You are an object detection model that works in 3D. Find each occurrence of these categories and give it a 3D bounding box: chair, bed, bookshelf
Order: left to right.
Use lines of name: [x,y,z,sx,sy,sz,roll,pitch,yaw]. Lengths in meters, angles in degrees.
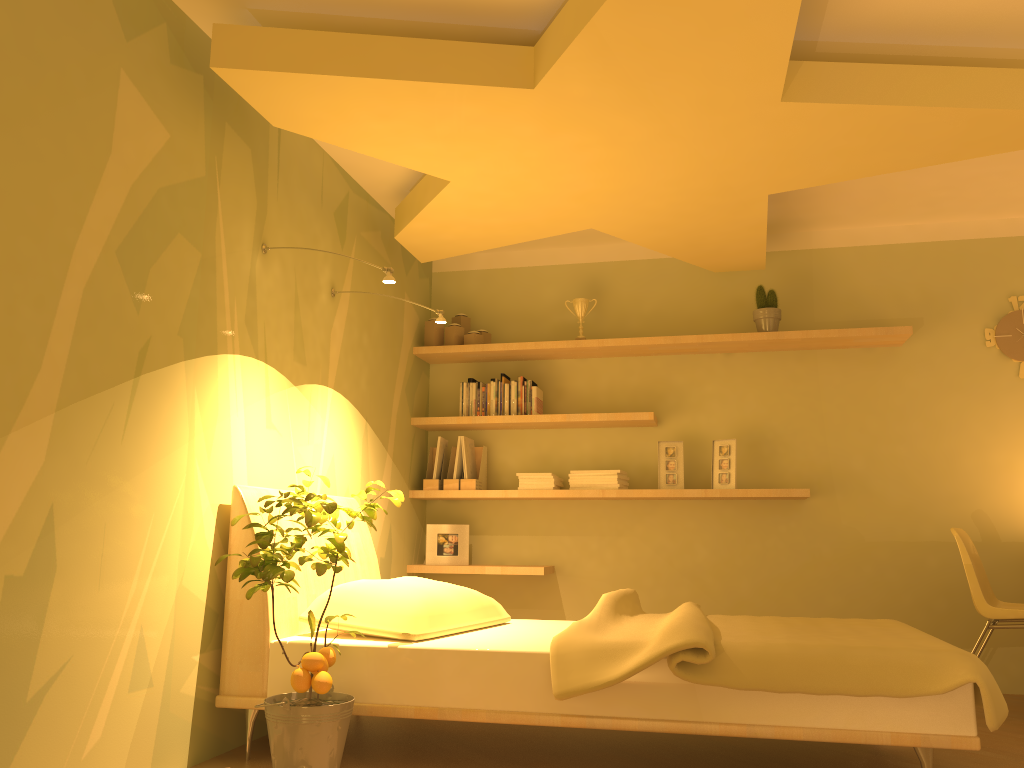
bed: [0.307,0.828,3.146,2.378,0.894,1.286,-2,-10,13]
bookshelf: [0.742,0.388,4.721,2.605,1.240,0.300,-2,-10,13]
chair: [2.163,1.023,3.858,0.546,0.785,0.531,-6,-12,33]

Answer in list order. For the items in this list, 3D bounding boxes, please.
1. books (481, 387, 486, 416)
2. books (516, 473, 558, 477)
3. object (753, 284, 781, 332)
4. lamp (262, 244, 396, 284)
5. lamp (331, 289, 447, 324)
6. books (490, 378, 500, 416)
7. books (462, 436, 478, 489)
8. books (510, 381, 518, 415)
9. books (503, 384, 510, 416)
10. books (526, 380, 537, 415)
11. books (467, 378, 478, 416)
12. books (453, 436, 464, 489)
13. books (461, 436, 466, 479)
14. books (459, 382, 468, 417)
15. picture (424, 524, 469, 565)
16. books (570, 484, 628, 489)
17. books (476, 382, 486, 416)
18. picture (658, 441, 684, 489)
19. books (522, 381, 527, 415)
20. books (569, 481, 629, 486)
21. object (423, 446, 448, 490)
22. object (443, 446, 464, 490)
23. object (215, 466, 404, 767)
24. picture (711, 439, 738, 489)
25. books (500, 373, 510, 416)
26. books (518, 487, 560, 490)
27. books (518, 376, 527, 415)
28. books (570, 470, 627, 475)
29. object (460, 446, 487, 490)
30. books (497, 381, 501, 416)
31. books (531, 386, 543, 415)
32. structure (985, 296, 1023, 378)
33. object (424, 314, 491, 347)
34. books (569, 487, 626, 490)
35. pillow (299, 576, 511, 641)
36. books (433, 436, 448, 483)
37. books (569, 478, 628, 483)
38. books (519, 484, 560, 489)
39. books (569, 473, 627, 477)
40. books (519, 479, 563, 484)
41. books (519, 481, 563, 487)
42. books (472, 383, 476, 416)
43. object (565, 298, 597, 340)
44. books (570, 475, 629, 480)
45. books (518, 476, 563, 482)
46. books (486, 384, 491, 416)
books: [-0.144,0.115,4.976,0.021,0.172,0.157,-2,-10,13]
books: [0.141,0.502,4.837,0.190,0.015,0.270,-1,-10,11]
object: [1.347,-0.393,4.687,0.145,0.294,0.145,1,-10,-6]
lamp: [-0.680,-0.450,3.285,0.533,0.178,0.050,-2,-10,13]
lamp: [-0.539,-0.345,3.878,0.533,0.178,0.050,-2,-10,13]
books: [-0.085,0.090,4.962,0.038,0.217,0.166,-2,-10,13]
books: [-0.230,0.448,4.936,0.043,0.296,0.210,-2,-10,13]
books: [0.023,0.094,4.940,0.040,0.203,0.157,-2,-10,13]
books: [-0.014,0.103,4.939,0.032,0.184,0.173,-2,-10,13]
books: [0.110,0.092,4.920,0.032,0.203,0.157,-2,-10,13]
books: [-0.220,0.091,5.008,0.032,0.229,0.138,-2,-10,13]
books: [-0.282,0.450,4.946,0.048,0.297,0.214,-2,-10,13]
books: [-0.239,0.448,4.934,0.036,0.296,0.210,-2,-10,13]
books: [-0.257,0.103,5.005,0.040,0.203,0.157,-2,-10,13]
picture: [-0.356,0.884,4.879,0.247,0.219,0.131,2,-10,-9]
books: [0.468,0.552,4.757,0.270,0.015,0.190,-3,-11,21]
books: [-0.169,0.100,4.985,0.032,0.203,0.157,-2,-10,13]
picture: [0.852,0.442,4.741,0.134,0.264,0.171,-2,-10,12]
books: [0.084,0.095,4.926,0.022,0.198,0.157,-2,-10,13]
books: [0.468,0.536,4.750,0.270,0.015,0.190,-4,-11,25]
object: [-0.427,0.474,4.977,0.087,0.259,0.236,-1,-10,8]
object: [-0.304,0.471,4.950,0.087,0.259,0.236,-2,-10,13]
object: [-0.581,0.688,2.543,0.372,0.944,0.828,-1,-10,6]
picture: [1.137,0.426,4.632,0.134,0.264,0.171,-8,-13,39]
books: [-0.038,0.074,4.958,0.021,0.247,0.157,-2,-10,13]
books: [0.153,0.577,4.830,0.190,0.015,0.270,-2,-10,12]
books: [0.060,0.082,4.943,0.032,0.229,0.138,-2,-10,13]
books: [0.468,0.478,4.769,0.270,0.015,0.190,-3,-10,19]
object: [-0.211,0.468,4.928,0.087,0.259,0.236,-2,-10,13]
books: [-0.057,0.097,4.960,0.017,0.203,0.155,-2,-10,13]
books: [0.138,0.108,4.900,0.032,0.163,0.178,-2,-10,13]
structure: [2.618,-0.244,4.531,0.360,0.432,0.027,-2,-10,13]
object: [-0.308,-0.303,5.083,0.349,0.229,0.234,-2,-10,14]
books: [0.468,0.567,4.754,0.270,0.015,0.190,-4,-11,23]
pillow: [-0.369,0.836,3.315,0.482,0.213,0.801,-4,-11,23]
books: [-0.405,0.454,4.976,0.048,0.297,0.214,-1,-10,8]
books: [0.463,0.521,4.756,0.270,0.015,0.190,-4,-11,23]
books: [0.153,0.563,4.833,0.190,0.015,0.270,-1,-10,9]
books: [0.464,0.495,4.780,0.270,0.015,0.190,-4,-11,23]
books: [0.160,0.532,4.834,0.190,0.015,0.270,-2,-10,12]
books: [0.162,0.548,4.837,0.190,0.015,0.270,-2,-10,14]
books: [-0.196,0.104,4.990,0.022,0.198,0.157,-2,-10,13]
object: [0.385,-0.341,4.949,0.160,0.268,0.095,3,-10,-16]
books: [0.470,0.506,4.756,0.270,0.015,0.190,-4,-11,26]
books: [0.161,0.519,4.844,0.190,0.015,0.270,-2,-10,15]
books: [-0.116,0.105,4.977,0.032,0.193,0.146,-2,-10,13]
